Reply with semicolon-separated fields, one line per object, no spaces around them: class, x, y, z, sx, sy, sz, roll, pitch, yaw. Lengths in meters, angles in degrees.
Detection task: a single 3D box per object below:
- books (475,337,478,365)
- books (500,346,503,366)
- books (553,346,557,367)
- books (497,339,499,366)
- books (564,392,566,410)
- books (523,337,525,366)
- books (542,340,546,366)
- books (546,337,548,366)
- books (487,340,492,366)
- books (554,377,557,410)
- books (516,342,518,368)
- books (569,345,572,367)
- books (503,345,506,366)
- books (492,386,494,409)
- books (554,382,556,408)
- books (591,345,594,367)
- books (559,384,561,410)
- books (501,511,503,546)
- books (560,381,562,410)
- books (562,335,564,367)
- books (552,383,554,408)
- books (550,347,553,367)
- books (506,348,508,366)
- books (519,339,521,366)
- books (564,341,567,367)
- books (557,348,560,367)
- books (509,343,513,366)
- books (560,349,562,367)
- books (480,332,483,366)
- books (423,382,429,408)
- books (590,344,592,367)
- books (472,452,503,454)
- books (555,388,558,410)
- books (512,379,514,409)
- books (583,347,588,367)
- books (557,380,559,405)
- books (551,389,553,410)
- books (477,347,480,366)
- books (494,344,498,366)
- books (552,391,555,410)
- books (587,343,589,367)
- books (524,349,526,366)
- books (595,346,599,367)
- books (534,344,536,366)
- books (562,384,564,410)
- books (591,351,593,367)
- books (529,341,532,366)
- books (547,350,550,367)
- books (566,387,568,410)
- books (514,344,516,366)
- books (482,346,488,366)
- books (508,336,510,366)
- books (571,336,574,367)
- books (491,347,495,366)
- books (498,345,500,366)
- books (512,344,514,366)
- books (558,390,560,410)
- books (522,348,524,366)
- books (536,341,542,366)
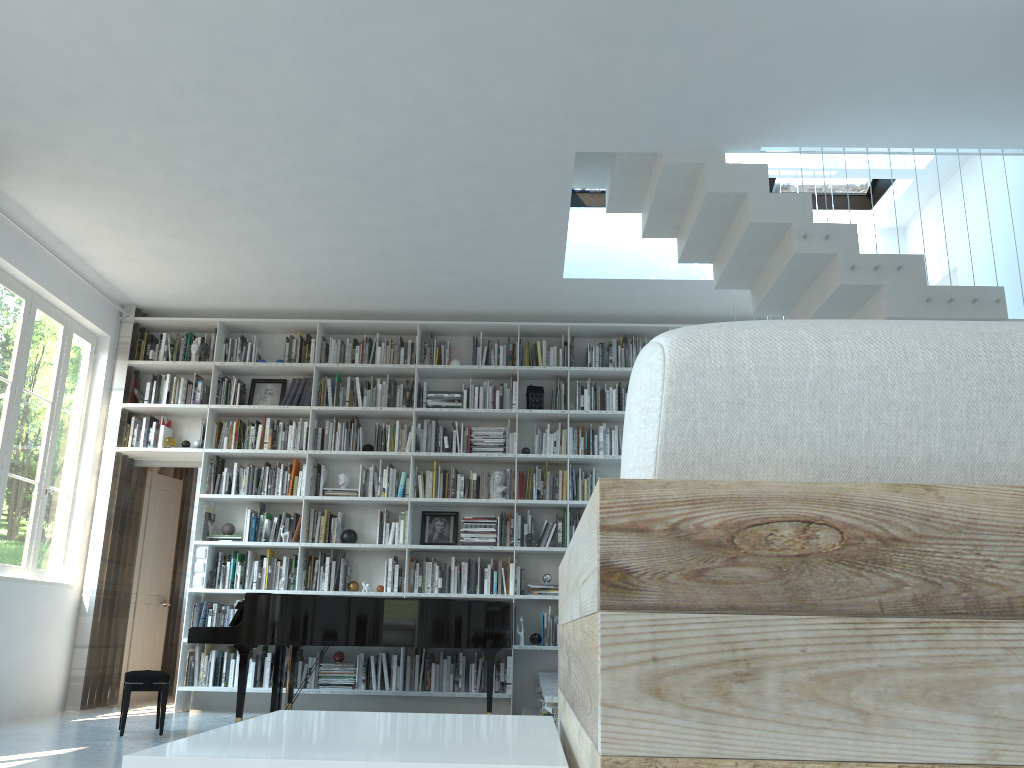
books;-0.300;-0.237;7.531;0.011;0.295;0.157;1;-15;1
books;-0.088;-0.195;7.492;0.023;0.201;0.193;1;-16;1
books;0.360;-0.191;7.493;0.031;0.212;0.170;1;-16;1
books;-0.116;-0.227;7.508;0.010;0.269;0.180;1;-16;1
books;0.438;0.178;7.430;0.015;0.200;0.130;1;-15;1
books;0.103;-0.233;7.520;0.007;0.297;0.181;1;-15;1
books;0.274;-0.216;7.525;0.030;0.273;0.152;1;-15;1
books;0.294;-0.231;7.511;0.010;0.296;0.168;1;-15;1
books;-0.191;-0.219;7.538;0.028;0.269;0.140;1;-15;1
books;0.365;0.105;7.431;0.025;0.338;0.143;1;-15;1
books;0.043;-0.211;7.527;0.022;0.256;0.137;1;-15;1
books;0.492;-0.196;7.497;0.033;0.229;0.176;1;-16;1
books;-0.062;-0.198;7.538;0.026;0.233;0.137;1;-15;1
books;-0.159;0.149;7.436;0.011;0.238;0.140;1;-15;1
books;0.356;0.133;7.408;0.022;0.271;0.182;1;-16;1
books;0.684;-0.194;7.491;0.013;0.229;0.174;1;-16;1
books;0.401;0.143;7.407;0.005;0.254;0.159;1;-15;1
books;-0.082;1.184;7.163;0.011;0.298;0.130;1;-15;1
books;0.411;0.134;7.438;0.013;0.288;0.132;1;-15;1
books;0.430;-0.238;7.535;0.012;0.328;0.129;1;-15;1
books;0.339;0.129;7.395;0.021;0.271;0.191;1;-16;1
books;0.332;-0.185;7.495;0.024;0.201;0.180;1;-16;1
books;-0.043;-0.185;7.528;0.014;0.204;0.135;1;-16;1
books;0.069;-0.223;7.532;0.012;0.284;0.160;1;-15;1
books;0.450;-0.210;7.493;0.029;0.252;0.187;1;-16;1
books;0.388;-0.181;7.510;0.025;0.203;0.162;1;-16;1
books;-0.010;-0.208;7.519;0.028;0.243;0.161;1;-16;1
books;0.411;-0.178;7.501;0.022;0.193;0.182;1;-16;1
books;-0.259;-0.256;7.525;0.010;0.330;0.186;1;-15;1
books;-0.721;0.128;7.420;0.021;0.248;0.192;1;-16;1
books;0.663;-0.200;7.516;0.012;0.254;0.134;1;-15;1
books;-0.197;0.584;7.308;0.254;0.012;0.161;0;-16;4
books;0.369;0.164;7.415;0.024;0.216;0.169;1;-16;1
books;0.005;0.124;7.445;0.010;0.298;0.134;1;-15;1
books;0.614;-0.183;7.487;0.046;0.206;0.184;1;-16;1
books;0.379;0.124;7.403;0.021;0.287;0.179;1;-15;1
books;0.332;0.166;7.419;0.019;0.213;0.156;1;-16;1
books;-0.280;-0.191;7.531;0.031;0.208;0.147;1;-16;1
books;-0.133;-0.207;7.518;0.023;0.236;0.154;1;-15;1
books;0.345;0.175;7.423;0.022;0.199;0.143;1;-16;1
books;0.641;-0.200;7.498;0.009;0.243;0.173;1;-16;1
books;0.113;-0.180;7.512;0.015;0.192;0.160;1;-16;1
books;0.715;-0.188;7.503;0.028;0.225;0.164;1;-16;1
books;0.190;-0.204;7.498;0.015;0.233;0.171;1;-16;1
books;0.423;0.142;7.392;0.013;0.247;0.187;1;-16;1
books;0.673;-0.168;7.497;0.009;0.183;0.160;1;-16;1
books;0.158;-0.215;7.512;0.034;0.260;0.158;1;-15;1
books;0.309;-0.175;7.492;0.022;0.179;0.173;1;-16;1
books;0.454;0.159;7.387;0.008;0.213;0.224;1;-16;1
books;0.025;-0.204;7.518;0.014;0.238;0.153;1;-15;1
books;-0.231;-0.197;7.514;0.050;0.210;0.173;1;-16;1
books;-0.029;-0.237;7.535;0.012;0.307;0.138;1;-15;1
books;0.513;-0.234;7.499;0.019;0.303;0.176;1;-15;1
books;-0.161;-0.192;7.509;0.033;0.202;0.167;1;-16;1
books;-0.105;-0.198;7.511;0.012;0.216;0.180;1;-16;1
books;0.012;-0.205;7.528;0.014;0.243;0.145;1;-15;1
books;0.392;0.167;7.411;0.013;0.210;0.140;1;-16;1
books;0.091;-0.183;7.525;0.016;0.203;0.143;1;-16;1
books;0.232;-0.213;7.503;0.054;0.254;0.191;1;-16;1
